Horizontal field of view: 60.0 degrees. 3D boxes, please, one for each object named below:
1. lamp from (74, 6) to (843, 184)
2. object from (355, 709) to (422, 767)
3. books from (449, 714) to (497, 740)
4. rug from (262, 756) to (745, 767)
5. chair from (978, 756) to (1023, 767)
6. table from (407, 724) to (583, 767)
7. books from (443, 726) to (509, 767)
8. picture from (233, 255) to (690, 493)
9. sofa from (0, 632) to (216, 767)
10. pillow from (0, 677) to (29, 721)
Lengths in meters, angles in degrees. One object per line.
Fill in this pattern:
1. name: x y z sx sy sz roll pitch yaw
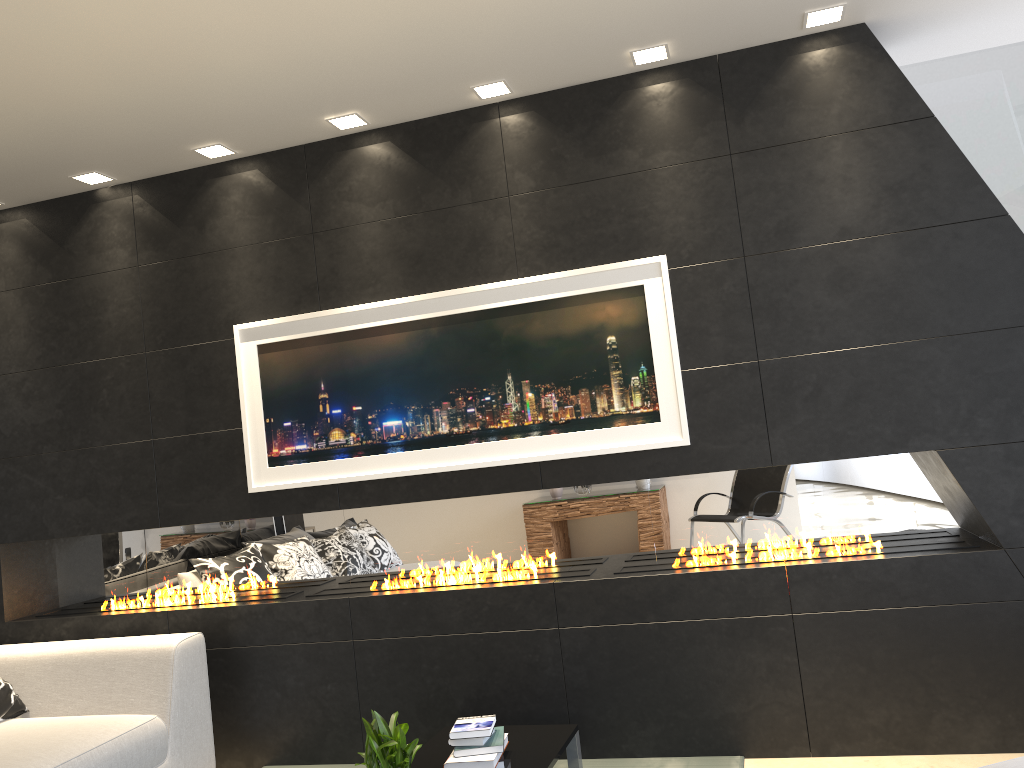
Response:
1. lamp: -4.470 -0.990 0.901 9.775 0.004 9.928 -8 -4 15
2. object: -0.390 1.239 2.853 0.215 0.369 0.284 -6 -4 -7
3. books: -0.145 1.290 3.340 0.154 0.027 0.185 -7 -4 6
4. rug: -0.433 1.607 2.734 2.194 0.012 2.923 -8 -4 15
5. chair: 2.231 0.909 1.960 2.068 0.690 1.176 -5 -4 -15
6. table: -0.296 1.501 2.799 0.594 0.187 1.982 -8 -4 17
7. books: -0.134 1.364 3.318 0.223 0.126 0.307 -7 -4 3
8. picture: -0.297 -0.013 3.975 2.068 0.804 0.025 -8 -4 15
9. sofa: -2.345 1.445 2.929 1.334 0.798 2.625 -8 -4 15
10. pillow: -2.352 1.240 3.696 0.383 0.479 0.610 -7 -4 2
